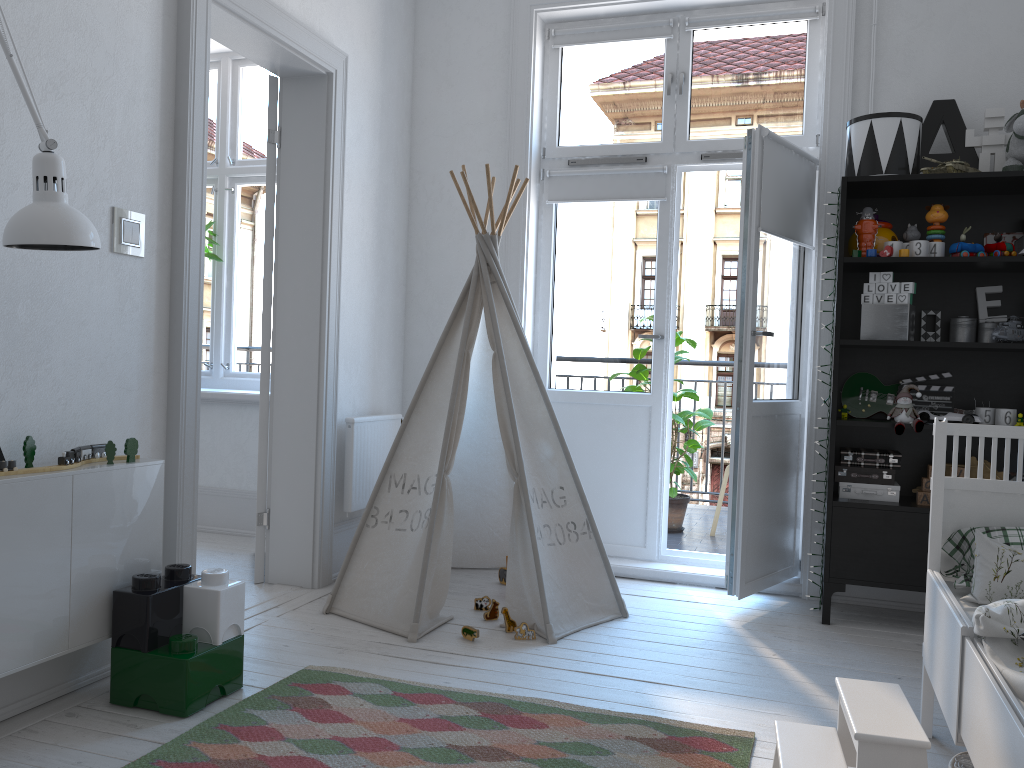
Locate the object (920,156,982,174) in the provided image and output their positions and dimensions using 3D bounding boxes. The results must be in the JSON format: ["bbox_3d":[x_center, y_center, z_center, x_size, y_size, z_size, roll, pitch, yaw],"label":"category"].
[{"bbox_3d":[1.616,-0.807,3.291,0.338,0.100,0.121,1,1,-36],"label":"object"}]

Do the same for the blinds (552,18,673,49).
[{"bbox_3d":[0.457,-1.612,4.080,0.565,0.087,0.032,2,1,19],"label":"blinds"}]

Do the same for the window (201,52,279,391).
[{"bbox_3d":[-1.642,-0.921,5.055,1.357,1.902,0.094,3,1,19],"label":"window"}]

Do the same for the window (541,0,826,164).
[{"bbox_3d":[0.744,-1.351,4.007,1.263,0.660,0.101,2,1,19],"label":"window"}]

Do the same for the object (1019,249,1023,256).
[{"bbox_3d":[1.924,-0.468,3.139,0.230,0.048,0.098,2,1,9],"label":"object"}]

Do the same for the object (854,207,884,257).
[{"bbox_3d":[1.351,-0.570,3.358,0.105,0.203,0.072,3,2,26],"label":"object"}]

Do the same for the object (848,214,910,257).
[{"bbox_3d":[1.405,-0.565,3.414,0.197,0.197,0.318,2,1,15],"label":"object"}]

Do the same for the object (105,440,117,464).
[{"bbox_3d":[-1.065,0.181,2.354,0.029,0.063,0.007,1,2,-44],"label":"object"}]

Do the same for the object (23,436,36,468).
[{"bbox_3d":[-1.210,0.170,2.223,0.009,0.081,0.037,2,1,12],"label":"object"}]

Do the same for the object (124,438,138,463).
[{"bbox_3d":[-1.037,0.180,2.416,0.009,0.067,0.054,2,1,10],"label":"object"}]

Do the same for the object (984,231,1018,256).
[{"bbox_3d":[1.799,-0.513,3.275,0.087,0.112,0.122,2,1,-10],"label":"object"}]

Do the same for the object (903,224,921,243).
[{"bbox_3d":[1.552,-0.542,3.444,0.063,0.160,0.063,2,1,-3],"label":"object"}]

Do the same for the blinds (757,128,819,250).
[{"bbox_3d":[1.122,-0.769,3.565,0.032,0.390,0.565,3,2,39],"label":"blinds"}]

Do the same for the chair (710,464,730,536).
[{"bbox_3d":[1.408,0.501,4.889,0.498,0.715,0.436,1,1,-26],"label":"chair"}]

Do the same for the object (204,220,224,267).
[{"bbox_3d":[-1.967,-0.501,4.943,0.696,1.022,0.497,2,1,-8],"label":"object"}]

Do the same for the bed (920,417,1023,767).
[{"bbox_3d":[1.206,0.518,1.650,0.670,0.833,1.404,2,1,19],"label":"bed"}]

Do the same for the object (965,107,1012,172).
[{"bbox_3d":[1.831,-0.896,3.378,0.190,0.290,0.065,3,2,24],"label":"object"}]

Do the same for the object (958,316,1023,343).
[{"bbox_3d":[1.839,-0.196,3.251,0.367,0.106,0.349,2,1,21],"label":"object"}]

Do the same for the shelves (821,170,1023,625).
[{"bbox_3d":[1.680,0.083,3.328,0.911,1.678,0.353,3,1,19],"label":"shelves"}]

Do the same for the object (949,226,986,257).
[{"bbox_3d":[1.682,-0.517,3.271,0.121,0.126,0.087,2,1,-4],"label":"object"}]

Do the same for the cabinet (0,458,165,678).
[{"bbox_3d":[-1.230,0.439,2.077,0.182,0.454,0.970,3,1,19],"label":"cabinet"}]

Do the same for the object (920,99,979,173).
[{"bbox_3d":[1.678,-0.930,3.462,0.343,0.344,0.057,2,1,19],"label":"object"}]

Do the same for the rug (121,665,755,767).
[{"bbox_3d":[-0.321,0.874,1.529,1.319,0.016,2.028,2,1,19],"label":"rug"}]

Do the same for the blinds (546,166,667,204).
[{"bbox_3d":[0.432,-0.919,4.097,0.565,0.158,0.032,2,1,19],"label":"blinds"}]

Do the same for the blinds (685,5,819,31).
[{"bbox_3d":[1.045,-1.601,3.879,0.565,0.060,0.032,2,1,19],"label":"blinds"}]

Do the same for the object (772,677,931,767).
[{"bbox_3d":[0.703,0.790,1.856,0.288,0.246,0.332,2,1,14],"label":"object"}]

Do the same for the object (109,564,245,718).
[{"bbox_3d":[-0.897,0.674,2.395,0.246,0.332,0.246,3,1,19],"label":"object"}]

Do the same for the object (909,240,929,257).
[{"bbox_3d":[1.509,-0.495,3.289,0.067,0.067,0.067,3,1,20],"label":"object"}]

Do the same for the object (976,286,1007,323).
[{"bbox_3d":[1.846,-0.305,3.415,0.107,0.151,0.055,3,1,19],"label":"object"}]

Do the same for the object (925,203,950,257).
[{"bbox_3d":[1.580,-0.566,3.305,0.077,0.213,0.077,1,2,-38],"label":"object"}]

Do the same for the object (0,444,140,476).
[{"bbox_3d":[-1.201,0.189,2.084,0.111,0.047,0.902,2,1,14],"label":"object"}]

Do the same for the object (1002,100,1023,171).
[{"bbox_3d":[1.857,-0.869,3.195,0.154,0.253,0.370,3,1,27],"label":"object"}]

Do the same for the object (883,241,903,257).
[{"bbox_3d":[1.431,-0.499,3.331,0.067,0.067,0.067,3,1,20],"label":"object"}]

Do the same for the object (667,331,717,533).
[{"bbox_3d":[0.859,0.220,5.100,0.720,1.225,0.489,3,2,29],"label":"object"}]

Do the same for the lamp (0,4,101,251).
[{"bbox_3d":[-1.219,-0.637,1.884,0.651,0.656,0.200,1,2,-38],"label":"lamp"}]

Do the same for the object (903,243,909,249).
[{"bbox_3d":[1.496,-0.497,3.355,0.067,0.067,0.067,2,1,-7],"label":"object"}]

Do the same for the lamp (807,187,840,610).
[{"bbox_3d":[1.676,0.079,3.397,0.985,1.684,0.095,2,1,16],"label":"lamp"}]

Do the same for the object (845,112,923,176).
[{"bbox_3d":[1.471,-0.895,3.454,0.395,0.259,0.272,1,2,-43],"label":"object"}]

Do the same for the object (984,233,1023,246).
[{"bbox_3d":[1.990,-0.514,3.375,0.347,0.132,0.037,2,1,19],"label":"object"}]
